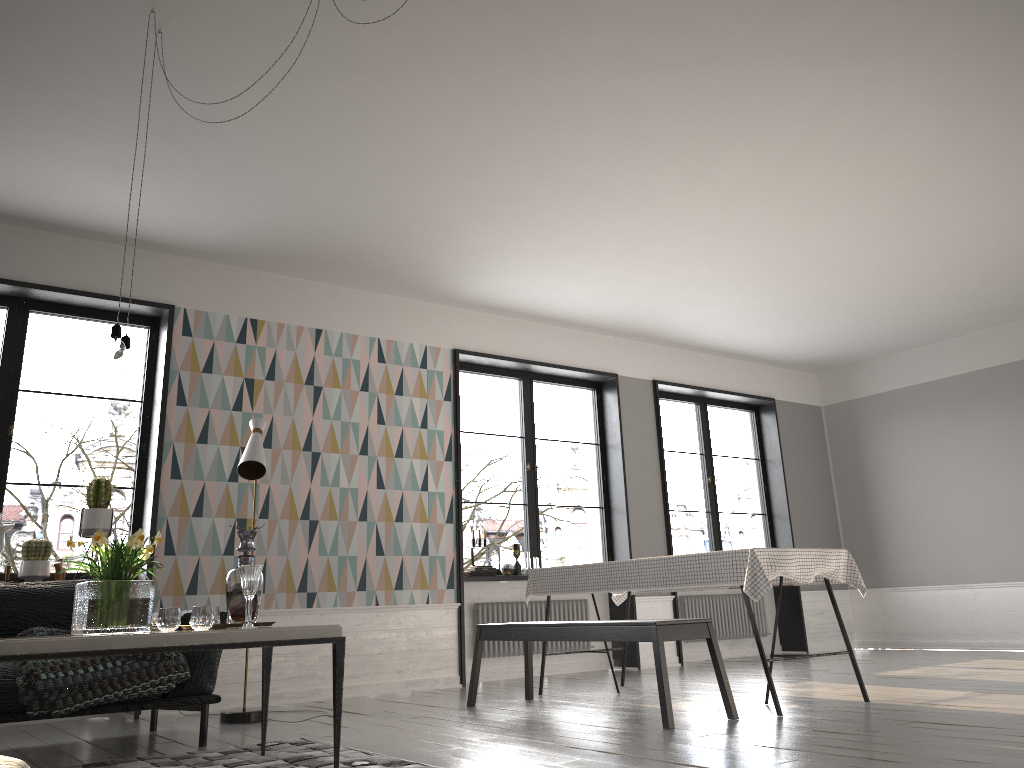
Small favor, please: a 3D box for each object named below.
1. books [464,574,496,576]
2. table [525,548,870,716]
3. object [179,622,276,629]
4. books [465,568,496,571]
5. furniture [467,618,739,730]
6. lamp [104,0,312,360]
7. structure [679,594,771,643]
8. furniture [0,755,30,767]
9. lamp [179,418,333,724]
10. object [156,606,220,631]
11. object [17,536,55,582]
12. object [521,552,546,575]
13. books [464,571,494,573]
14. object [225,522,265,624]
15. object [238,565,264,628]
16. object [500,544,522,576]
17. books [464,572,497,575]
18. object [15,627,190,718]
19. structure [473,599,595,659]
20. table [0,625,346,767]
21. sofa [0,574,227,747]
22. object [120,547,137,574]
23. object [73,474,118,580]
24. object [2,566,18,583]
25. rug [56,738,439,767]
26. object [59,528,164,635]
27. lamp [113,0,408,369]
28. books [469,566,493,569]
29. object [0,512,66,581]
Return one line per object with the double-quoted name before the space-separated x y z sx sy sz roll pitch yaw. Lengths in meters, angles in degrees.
"books" -0.283 1.530 7.056 0.266 0.011 0.159 7 -17 -32
"table" 1.014 1.454 5.285 0.926 0.799 1.999 9 -18 -35
"object" -1.124 0.955 3.497 0.316 0.015 0.243 8 -17 -35
"books" -0.255 1.489 7.086 0.197 0.022 0.160 7 -17 -34
"furniture" 0.396 1.521 4.769 0.463 0.464 1.647 9 -18 -35
"lamp" -0.890 -0.925 3.243 1.390 1.566 0.073 -9 -19 22
"structure" 2.101 2.295 8.720 1.216 0.436 0.147 9 -20 -36
"furniture" -1.067 0.725 1.192 0.729 0.364 0.728 -15 -19 39
"lamp" -1.529 1.107 5.414 0.676 1.735 1.230 11 -21 -36
"object" -1.187 0.899 3.394 0.277 0.089 0.243 -11 -17 31
"object" -2.886 1.061 5.362 0.212 0.288 0.231 -11 -18 27
"object" 0.190 1.507 7.414 0.266 0.196 0.151 9 -19 -34
"books" -0.278 1.503 7.073 0.215 0.012 0.171 6 -16 -29
"object" -1.087 0.770 3.603 0.148 0.425 0.153 3 -18 -16
"object" -1.004 0.813 3.383 0.082 0.231 0.165 5 -18 -24
"object" -0.007 1.447 7.277 0.194 0.262 0.113 5 -19 -25
"books" -0.286 1.518 7.067 0.270 0.019 0.181 8 -18 -35
"object" -1.855 1.258 3.938 0.662 0.335 0.484 10 -20 -39
"structure" 0.191 2.037 7.405 1.216 0.436 0.147 9 -20 -36
"table" -1.391 1.112 2.976 1.448 0.521 0.722 8 -18 -34
"sofa" -2.518 1.233 3.830 2.328 0.813 0.957 8 -19 -35
"object" -2.429 1.122 5.513 0.170 0.207 0.243 8 -19 -32
"object" -2.593 0.882 5.507 0.227 0.683 0.232 -10 -19 23
"object" -2.969 1.124 5.209 0.123 0.101 0.120 1 -16 -13
"rug" -1.475 1.287 2.655 2.513 0.035 1.746 8 -17 -35
"object" -1.417 0.699 3.131 0.350 0.358 0.320 8 -19 -32
"lamp" -0.913 -0.891 3.373 1.390 1.566 0.073 -9 -19 22
"books" -0.250 1.469 7.091 0.153 0.017 0.122 7 -17 -33
"object" -2.989 0.978 5.255 0.659 0.418 0.132 8 -20 -33
